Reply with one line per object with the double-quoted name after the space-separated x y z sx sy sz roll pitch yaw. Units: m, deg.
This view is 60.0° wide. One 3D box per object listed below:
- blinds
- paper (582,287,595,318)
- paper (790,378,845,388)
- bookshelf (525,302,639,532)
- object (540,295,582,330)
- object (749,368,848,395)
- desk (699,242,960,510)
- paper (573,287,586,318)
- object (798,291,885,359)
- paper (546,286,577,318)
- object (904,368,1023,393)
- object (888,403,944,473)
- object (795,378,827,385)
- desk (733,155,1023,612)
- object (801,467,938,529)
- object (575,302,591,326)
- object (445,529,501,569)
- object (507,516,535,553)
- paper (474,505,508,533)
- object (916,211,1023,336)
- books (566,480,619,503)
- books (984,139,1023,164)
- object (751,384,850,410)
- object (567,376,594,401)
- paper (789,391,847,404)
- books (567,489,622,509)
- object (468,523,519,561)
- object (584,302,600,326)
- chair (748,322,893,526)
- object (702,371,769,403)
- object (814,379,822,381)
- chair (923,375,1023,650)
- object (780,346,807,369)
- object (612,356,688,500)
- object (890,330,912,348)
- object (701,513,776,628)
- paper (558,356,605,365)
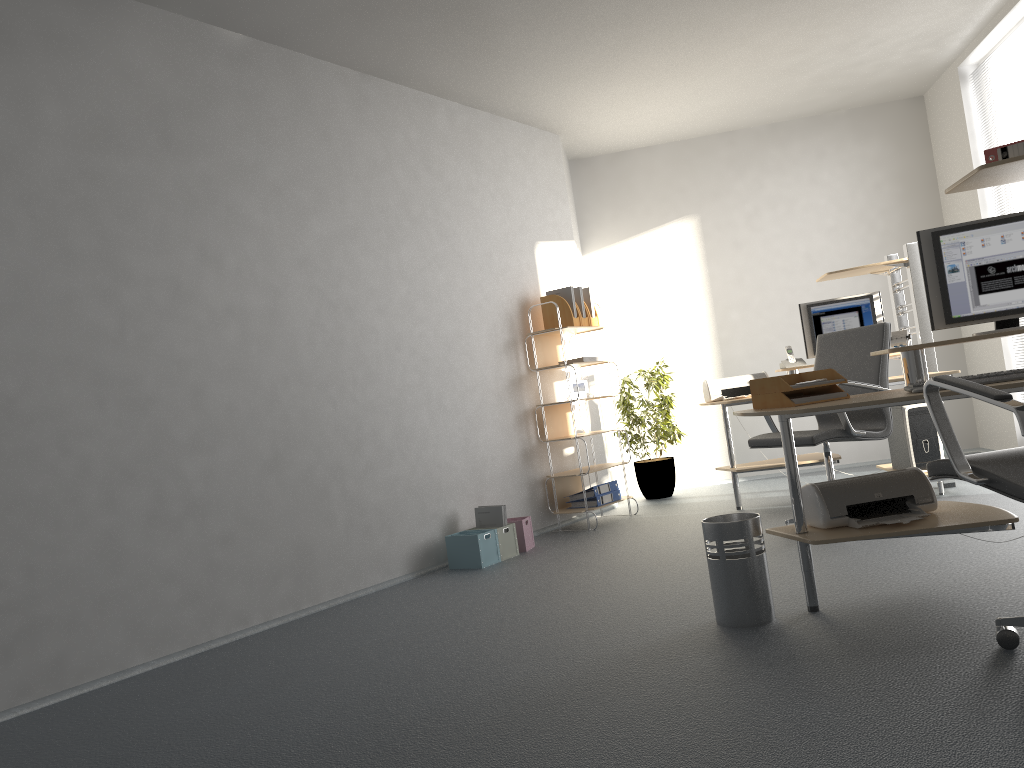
3.435 -0.936 5.551 0.037 2.749 1.950 -8 -2 9 "blinds"
0.504 -0.542 6.481 0.213 0.297 0.045 -10 -2 39 "paper"
1.071 0.007 3.328 0.210 0.010 0.297 -8 -2 -12 "paper"
0.487 0.209 6.295 0.381 1.572 0.724 -9 -2 36 "bookshelf"
0.346 -0.506 6.266 0.243 0.259 0.113 -9 -2 34 "object"
1.068 -0.010 3.329 0.225 0.060 0.309 -8 -2 -12 "object"
1.971 -0.020 5.767 1.469 1.566 0.967 -8 -2 9 "desk"
0.425 -0.534 6.385 0.213 0.297 0.045 -9 -2 37 "paper"
2.246 -0.373 5.999 0.516 0.418 0.245 -9 -2 24 "object"
0.354 -0.527 6.284 0.213 0.297 0.045 -9 -2 34 "paper"
1.606 0.006 3.114 0.478 0.082 0.814 -9 -2 17 "object"
2.533 0.331 5.594 0.199 0.422 0.471 -8 -2 9 "object"
1.089 -0.007 3.228 0.159 0.009 0.008 -7 -2 -27 "object"
1.528 -0.048 3.008 1.469 1.566 0.967 -8 -2 9 "desk"
1.310 0.411 3.183 0.438 0.162 0.351 -8 -2 -7 "object"
0.417 -0.513 6.367 0.243 0.259 0.113 -9 -2 37 "object"
-0.226 0.971 5.192 0.245 0.202 0.185 -9 -2 36 "object"
-0.010 0.951 5.542 0.245 0.202 0.185 -9 -2 18 "object"
-0.120 0.890 5.357 0.220 0.306 0.068 -9 -2 36 "paper"
1.809 -0.401 3.261 0.516 0.418 0.245 -9 -2 31 "object"
0.561 0.758 6.264 0.263 0.100 0.320 -10 -2 37 "books"
1.900 -0.833 3.173 0.320 0.072 0.262 -10 -2 41 "books"
1.076 0.046 3.328 0.225 0.060 0.309 -8 -2 -12 "object"
0.474 0.027 6.280 0.192 0.161 0.077 -7 -2 -35 "object"
1.078 0.058 3.326 0.210 0.019 0.297 -8 -2 -12 "paper"
0.576 0.811 6.256 0.262 0.072 0.320 -10 -2 37 "books"
-0.119 0.960 5.343 0.245 0.202 0.185 -9 -2 36 "object"
0.495 -0.521 6.464 0.243 0.259 0.113 -10 -2 39 "object"
1.662 0.249 4.694 0.652 1.048 0.584 -7 -2 -25 "chair"
1.556 0.017 6.077 0.438 0.162 0.351 -8 -2 1 "object"
1.100 -0.008 3.256 0.159 0.009 0.008 -7 -2 -36 "object"
1.483 0.196 2.316 0.584 1.048 0.652 -8 -2 -5 "chair"
1.899 -0.188 6.029 0.150 0.151 0.119 -8 -2 -5 "object"
1.149 0.366 7.250 0.544 1.147 0.644 -10 -2 38 "object"
2.508 -0.277 5.733 0.093 0.135 0.154 -6 -3 -44 "object"
0.812 0.667 3.183 0.208 0.377 0.208 -7 -2 -37 "object"
0.503 -0.161 6.375 0.213 0.046 0.297 -9 -2 36 "paper"
